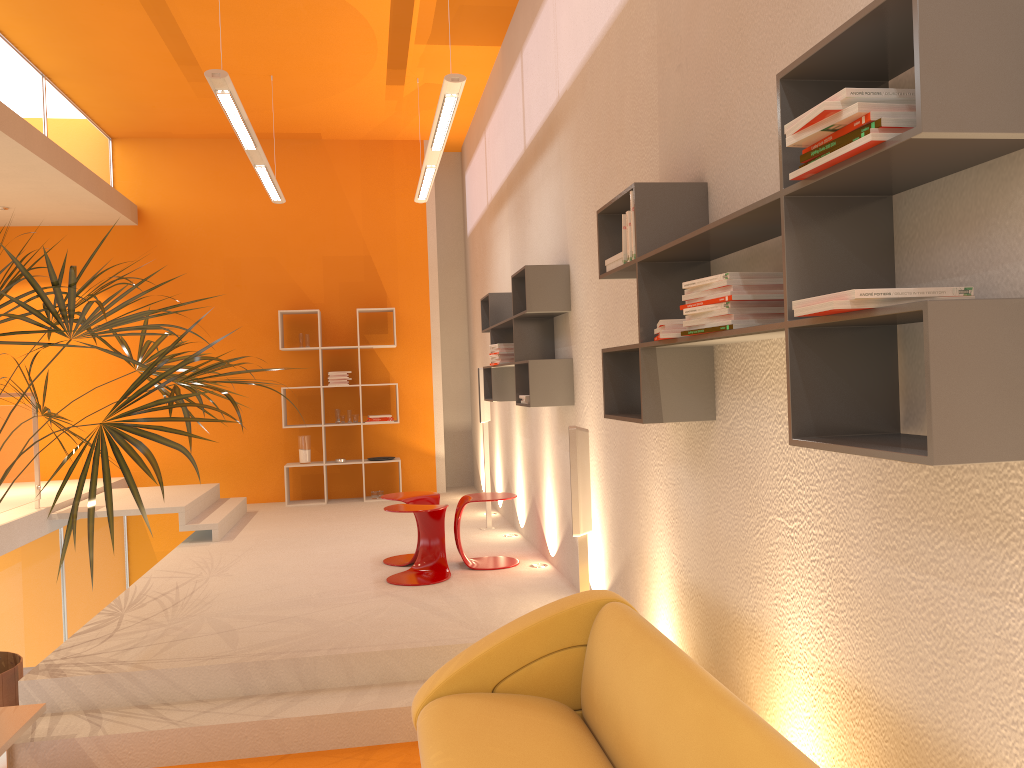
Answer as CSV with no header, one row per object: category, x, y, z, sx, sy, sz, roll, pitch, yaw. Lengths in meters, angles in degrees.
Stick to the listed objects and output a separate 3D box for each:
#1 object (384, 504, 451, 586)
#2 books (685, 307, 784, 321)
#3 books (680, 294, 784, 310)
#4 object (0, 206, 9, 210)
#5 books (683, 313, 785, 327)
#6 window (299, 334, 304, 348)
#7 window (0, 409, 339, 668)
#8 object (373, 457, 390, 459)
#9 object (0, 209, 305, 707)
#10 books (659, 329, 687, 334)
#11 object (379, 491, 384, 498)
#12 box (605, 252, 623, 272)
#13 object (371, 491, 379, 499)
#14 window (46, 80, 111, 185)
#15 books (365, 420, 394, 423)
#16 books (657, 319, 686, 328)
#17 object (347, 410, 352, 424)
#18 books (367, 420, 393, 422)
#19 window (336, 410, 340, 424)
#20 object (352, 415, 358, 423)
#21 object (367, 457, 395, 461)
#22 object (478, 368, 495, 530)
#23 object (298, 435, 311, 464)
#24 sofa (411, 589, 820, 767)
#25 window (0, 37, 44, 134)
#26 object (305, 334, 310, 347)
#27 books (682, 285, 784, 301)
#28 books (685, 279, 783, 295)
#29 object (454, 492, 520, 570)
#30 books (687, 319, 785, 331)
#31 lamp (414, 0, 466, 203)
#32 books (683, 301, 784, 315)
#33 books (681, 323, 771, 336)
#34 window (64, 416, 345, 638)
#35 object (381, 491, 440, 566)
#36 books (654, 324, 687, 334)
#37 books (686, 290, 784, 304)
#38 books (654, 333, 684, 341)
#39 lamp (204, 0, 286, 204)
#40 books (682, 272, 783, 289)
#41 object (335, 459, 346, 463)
object,-0.583,0.983,5.516,0.391,0.450,0.420,-2,0,21
books,0.598,-0.183,2.335,0.190,0.015,0.254,-2,0,-13
books,0.601,-0.214,2.330,0.210,0.013,0.297,-2,0,-14
object,-4.676,-1.624,8.095,0.143,0.059,0.143,-2,0,-37
books,0.599,-0.168,2.343,0.190,0.015,0.254,-2,0,-18
window,-2.553,2.216,4.847,0.481,5.399,8.922,-2,0,3
window,-2.993,2.616,7.574,0.993,4.599,4.234,-2,0,23
object,-1.380,0.787,9.339,0.178,0.020,0.178,-2,0,8
object,-2.535,0.437,4.280,3.098,2.600,3.241,-2,0,-1
books,0.545,-0.155,2.688,0.190,0.011,0.268,-2,0,7
object,0.341,2.448,3.006,0.102,2.685,13.193,-2,0,-15
box,0.480,-0.440,3.204,0.232,0.047,0.232,-2,0,-9
object,0.113,2.445,4.299,0.129,2.692,10.507,-2,0,-16
window,-3.985,-2.185,8.206,0.006,0.660,1.860,-2,0,-9
books,-1.387,0.393,9.289,0.296,0.013,0.210,-2,0,-9
books,0.540,-0.183,2.691,0.190,0.015,0.254,-2,0,7
object,-2.558,2.629,5.676,0.870,4.604,7.392,-2,0,21
books,-1.383,0.381,9.289,0.268,0.011,0.190,-2,0,-8
window,-2.811,1.021,6.058,0.908,1.393,6.719,-2,0,10
object,-0.187,2.042,5.734,0.190,3.502,7.694,-2,0,-20
object,-1.376,0.789,9.336,0.294,0.020,0.294,-2,0,30
object,-0.226,0.526,7.248,0.116,1.317,0.111,-2,0,-13
object,-2.156,0.683,9.222,0.129,0.291,0.129,-2,0,19
sofa,0.250,1.138,2.309,0.929,0.706,2.081,-2,0,-9
window,-3.682,-2.185,6.325,0.006,0.660,1.869,-2,0,-9
object,-2.499,2.215,5.847,0.351,5.384,6.779,-2,0,11
books,0.596,-0.240,2.343,0.190,0.015,0.254,-2,0,-18
books,0.595,-0.255,2.335,0.190,0.015,0.254,-2,0,-13
object,-0.168,0.966,5.862,0.420,0.450,0.391,-2,0,-9
books,0.603,-0.155,2.334,0.190,0.011,0.268,-2,0,-13
lamp,-0.575,-2.124,6.310,0.120,1.052,3.195,-2,0,-9
books,0.610,-0.200,2.335,0.230,0.017,0.226,-2,0,-19
books,0.604,-0.143,2.330,0.210,0.013,0.297,-2,0,-14
window,-2.677,2.636,8.417,2.294,4.526,1.860,-2,0,-9
object,-0.681,0.984,6.057,0.391,0.450,0.420,-2,0,-39
books,0.544,-0.169,2.698,0.190,0.015,0.254,-2,0,2
books,0.601,-0.227,2.334,0.190,0.011,0.268,-2,0,-13
books,0.545,-0.143,2.685,0.210,0.013,0.297,-2,0,6
lamp,-1.787,-2.078,6.115,0.120,1.052,3.195,-2,0,-9
books,0.608,-0.271,2.334,0.230,0.017,0.226,-2,0,-19
object,-1.781,0.797,9.214,0.105,0.035,0.106,-2,0,34
